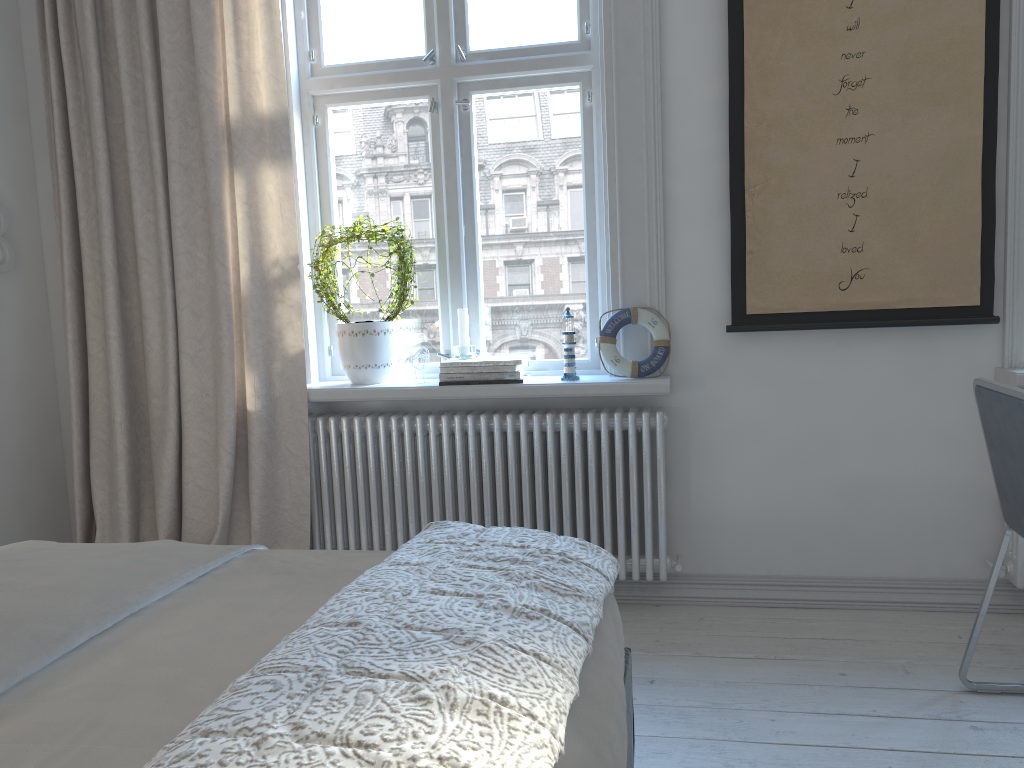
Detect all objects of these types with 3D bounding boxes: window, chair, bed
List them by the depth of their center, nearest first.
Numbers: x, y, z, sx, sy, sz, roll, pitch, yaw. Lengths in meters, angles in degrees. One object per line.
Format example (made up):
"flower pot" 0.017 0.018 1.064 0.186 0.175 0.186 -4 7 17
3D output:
"bed" -0.958 0.428 1.167 2.176 1.049 1.884 -1 6 11
"chair" 1.300 0.393 1.855 0.525 0.799 0.561 -1 6 11
"window" -3.102 -1.107 5.241 7.979 7.024 11.941 -1 6 11
"window" -5.548 -3.789 17.011 25.644 15.052 26.490 -1 6 11

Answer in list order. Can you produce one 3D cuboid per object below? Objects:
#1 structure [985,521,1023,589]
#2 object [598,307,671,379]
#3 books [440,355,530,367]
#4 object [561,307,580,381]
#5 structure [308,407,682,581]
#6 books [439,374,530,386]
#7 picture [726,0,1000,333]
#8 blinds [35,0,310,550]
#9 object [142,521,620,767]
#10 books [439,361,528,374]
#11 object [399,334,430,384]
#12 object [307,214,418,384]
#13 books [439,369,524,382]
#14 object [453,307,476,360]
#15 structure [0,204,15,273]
"structure" 2.190 0.309 2.541 1.506 0.548 0.195 -1 7 11
"object" 0.391 -0.131 2.821 0.236 0.228 0.079 -3 6 -3
"books" -0.086 -0.076 2.931 0.269 0.015 0.202 -2 6 8
"object" 0.183 -0.130 2.847 0.060 0.235 0.059 -7 8 -36
"structure" -0.192 0.363 3.016 1.506 0.548 0.195 -1 7 11
"books" -0.085 -0.014 2.932 0.272 0.013 0.219 -2 6 8
"picture" 1.037 -0.824 2.648 0.793 1.316 0.057 -1 7 11
"blinds" -1.113 -0.535 2.844 0.831 2.653 0.224 -1 7 11
"object" -0.134 0.373 0.989 0.405 0.104 1.457 -1 6 11
"books" -0.090 -0.057 2.934 0.253 0.022 0.207 -1 6 12
"object" -0.326 -0.087 2.989 0.059 0.165 0.196 -6 7 -29
"object" -0.503 -0.290 3.036 0.385 0.575 0.216 -3 7 -8
"books" -0.096 -0.034 2.945 0.262 0.025 0.207 -2 6 4
"object" -0.160 -0.168 2.940 0.074 0.174 0.074 -7 8 -33
"structure" -1.764 -0.500 3.025 0.024 0.239 0.146 -1 6 11
